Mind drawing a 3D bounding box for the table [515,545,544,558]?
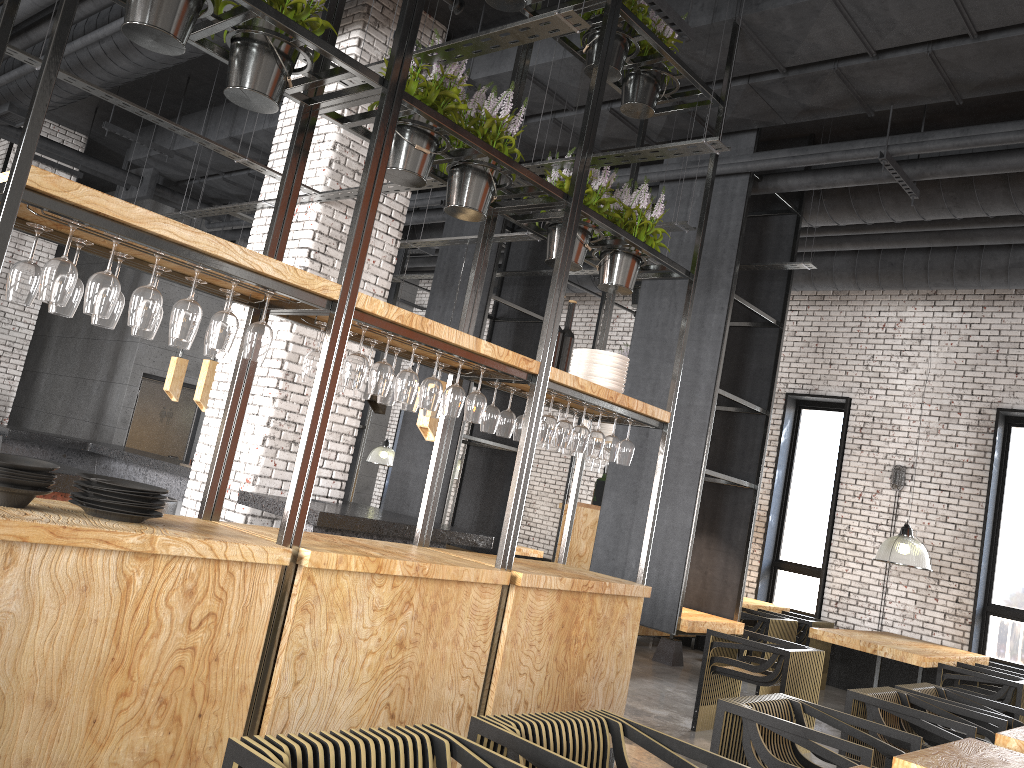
[{"bbox_3d":[-1.501,2.376,12.846,4.138,0.765,0.997,5,-10,42],"label":"table"}]

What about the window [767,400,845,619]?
[{"bbox_3d":[3.655,1.521,10.961,0.749,2.706,0.363,4,-11,42],"label":"window"}]

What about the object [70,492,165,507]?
[{"bbox_3d":[-1.355,0.409,3.046,0.305,0.046,0.305,11,-7,0],"label":"object"}]

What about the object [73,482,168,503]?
[{"bbox_3d":[-1.349,0.380,3.052,0.306,0.037,0.305,5,-10,43],"label":"object"}]

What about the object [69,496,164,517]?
[{"bbox_3d":[-1.358,0.432,3.043,0.305,0.041,0.306,15,-8,-30],"label":"object"}]

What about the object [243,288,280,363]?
[{"bbox_3d":[-0.929,-0.217,3.291,0.101,0.268,0.101,14,-8,-16],"label":"object"}]

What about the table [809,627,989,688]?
[{"bbox_3d":[3.684,2.851,8.441,1.001,0.765,2.109,4,-10,42],"label":"table"}]

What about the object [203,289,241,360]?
[{"bbox_3d":[-1.141,-0.235,3.483,0.101,0.268,0.101,14,-8,-16],"label":"object"}]

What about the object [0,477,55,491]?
[{"bbox_3d":[-1.594,0.325,2.804,0.257,0.076,0.256,5,-10,42],"label":"object"}]

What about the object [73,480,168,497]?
[{"bbox_3d":[-1.347,0.369,3.054,0.305,0.049,0.305,14,-8,-22],"label":"object"}]

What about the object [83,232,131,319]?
[{"bbox_3d":[-1.308,-0.348,2.862,0.101,0.268,0.100,10,-8,6],"label":"object"}]

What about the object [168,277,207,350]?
[{"bbox_3d":[-1.236,-0.268,3.376,0.101,0.268,0.100,10,-8,6],"label":"object"}]

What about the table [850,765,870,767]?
[{"bbox_3d":[1.104,1.520,2.108,1.001,0.765,0.993,4,-10,42],"label":"table"}]

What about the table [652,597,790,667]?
[{"bbox_3d":[2.121,2.719,9.858,1.001,0.765,2.109,4,-10,42],"label":"table"}]

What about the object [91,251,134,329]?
[{"bbox_3d":[-1.425,-0.333,3.162,0.101,0.268,0.100,10,-8,6],"label":"object"}]

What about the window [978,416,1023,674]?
[{"bbox_3d":[5.446,1.672,9.338,0.749,2.706,0.363,4,-11,42],"label":"window"}]

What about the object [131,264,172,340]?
[{"bbox_3d":[-1.330,-0.301,3.269,0.101,0.268,0.100,10,-8,6],"label":"object"}]

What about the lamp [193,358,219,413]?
[{"bbox_3d":[-2.896,-0.515,8.791,0.127,1.611,0.127,4,-11,42],"label":"lamp"}]

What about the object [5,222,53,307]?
[{"bbox_3d":[-1.609,-0.397,2.954,0.101,0.268,0.100,10,-8,6],"label":"object"}]

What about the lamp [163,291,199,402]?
[{"bbox_3d":[-3.372,-0.585,9.232,0.127,1.551,0.127,4,-11,42],"label":"lamp"}]

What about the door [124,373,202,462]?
[{"bbox_3d":[-5.279,0.960,13.103,0.158,2.109,1.116,4,-11,42],"label":"door"}]

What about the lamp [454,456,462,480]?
[{"bbox_3d":[-0.495,0.188,12.701,0.536,2.413,0.535,13,-8,-11],"label":"lamp"}]

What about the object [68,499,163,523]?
[{"bbox_3d":[-1.361,0.443,3.042,0.305,0.035,0.305,13,-7,-10],"label":"object"}]

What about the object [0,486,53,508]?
[{"bbox_3d":[-1.598,0.348,2.801,0.257,0.068,0.256,6,-9,35],"label":"object"}]

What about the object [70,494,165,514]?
[{"bbox_3d":[-1.356,0.418,3.046,0.306,0.044,0.305,5,-10,43],"label":"object"}]

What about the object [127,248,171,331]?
[{"bbox_3d":[-1.214,-0.315,2.970,0.101,0.268,0.100,10,-8,6],"label":"object"}]

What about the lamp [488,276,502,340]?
[{"bbox_3d":[-0.254,-0.396,9.152,0.108,1.603,0.108,11,-8,-1],"label":"lamp"}]

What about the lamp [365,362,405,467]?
[{"bbox_3d":[-1.773,0.080,13.857,0.536,2.413,0.535,12,-8,-6],"label":"lamp"}]

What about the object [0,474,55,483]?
[{"bbox_3d":[-1.593,0.318,2.806,0.256,0.075,0.256,14,-8,-22],"label":"object"}]

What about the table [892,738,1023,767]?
[{"bbox_3d":[1.943,1.810,3.056,1.001,0.765,0.993,4,-10,42],"label":"table"}]

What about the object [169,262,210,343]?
[{"bbox_3d":[-1.119,-0.283,3.077,0.101,0.268,0.100,10,-8,6],"label":"object"}]

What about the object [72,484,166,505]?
[{"bbox_3d":[-1.351,0.395,3.049,0.306,0.042,0.305,11,-7,0],"label":"object"}]

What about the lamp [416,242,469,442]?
[{"bbox_3d":[-0.483,-0.341,6.614,0.127,1.551,0.127,4,-11,42],"label":"lamp"}]

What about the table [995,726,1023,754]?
[{"bbox_3d":[2.839,2.117,4.044,1.001,0.765,0.993,4,-10,42],"label":"table"}]

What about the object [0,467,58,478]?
[{"bbox_3d":[-1.588,0.296,2.809,0.257,0.072,0.256,5,-10,42],"label":"object"}]

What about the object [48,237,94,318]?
[{"bbox_3d":[-1.520,-0.366,3.054,0.101,0.268,0.100,10,-8,6],"label":"object"}]

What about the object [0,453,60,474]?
[{"bbox_3d":[-1.582,0.272,2.813,0.257,0.076,0.256,13,-7,-10],"label":"object"}]

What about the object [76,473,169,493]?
[{"bbox_3d":[-1.344,0.355,3.057,0.306,0.040,0.305,8,-8,25],"label":"object"}]

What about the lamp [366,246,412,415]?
[{"bbox_3d":[-0.949,-0.455,7.061,0.127,1.399,0.127,4,-11,42],"label":"lamp"}]

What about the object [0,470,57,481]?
[{"bbox_3d":[-1.588,0.301,2.808,0.257,0.072,0.256,9,-7,15],"label":"object"}]

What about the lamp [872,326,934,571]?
[{"bbox_3d":[4.012,0.587,8.761,0.536,2.413,0.535,13,-8,-11],"label":"lamp"}]

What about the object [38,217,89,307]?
[{"bbox_3d":[-1.397,-0.379,2.762,0.101,0.268,0.100,10,-8,6],"label":"object"}]
